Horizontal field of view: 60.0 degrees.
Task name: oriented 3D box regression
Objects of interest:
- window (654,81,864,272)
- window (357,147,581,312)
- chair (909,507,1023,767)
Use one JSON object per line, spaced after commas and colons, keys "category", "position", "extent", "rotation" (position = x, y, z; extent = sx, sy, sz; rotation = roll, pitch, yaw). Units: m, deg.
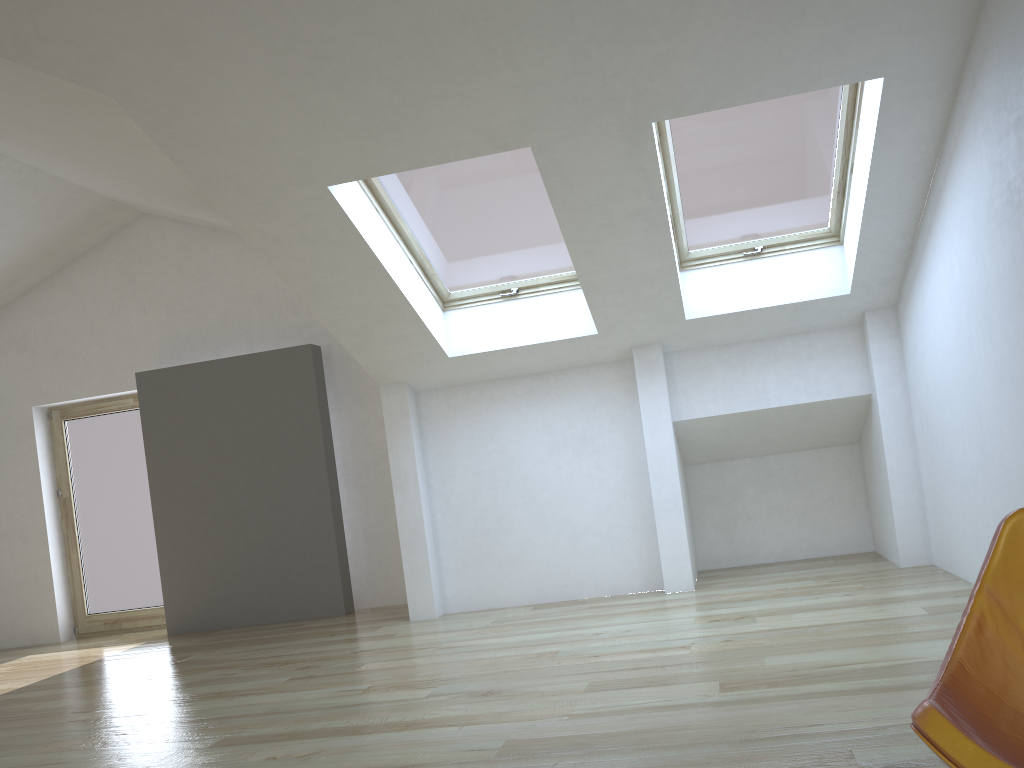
{"category": "window", "position": [1.410, -1.165, 5.088], "extent": [1.505, 0.726, 1.869], "rotation": [-9, -6, 11]}
{"category": "window", "position": [-0.172, -0.925, 5.356], "extent": [1.505, 0.726, 1.869], "rotation": [-9, -6, 11]}
{"category": "chair", "position": [1.016, 0.562, 1.378], "extent": [0.657, 0.721, 0.717], "rotation": [-11, -5, 41]}
